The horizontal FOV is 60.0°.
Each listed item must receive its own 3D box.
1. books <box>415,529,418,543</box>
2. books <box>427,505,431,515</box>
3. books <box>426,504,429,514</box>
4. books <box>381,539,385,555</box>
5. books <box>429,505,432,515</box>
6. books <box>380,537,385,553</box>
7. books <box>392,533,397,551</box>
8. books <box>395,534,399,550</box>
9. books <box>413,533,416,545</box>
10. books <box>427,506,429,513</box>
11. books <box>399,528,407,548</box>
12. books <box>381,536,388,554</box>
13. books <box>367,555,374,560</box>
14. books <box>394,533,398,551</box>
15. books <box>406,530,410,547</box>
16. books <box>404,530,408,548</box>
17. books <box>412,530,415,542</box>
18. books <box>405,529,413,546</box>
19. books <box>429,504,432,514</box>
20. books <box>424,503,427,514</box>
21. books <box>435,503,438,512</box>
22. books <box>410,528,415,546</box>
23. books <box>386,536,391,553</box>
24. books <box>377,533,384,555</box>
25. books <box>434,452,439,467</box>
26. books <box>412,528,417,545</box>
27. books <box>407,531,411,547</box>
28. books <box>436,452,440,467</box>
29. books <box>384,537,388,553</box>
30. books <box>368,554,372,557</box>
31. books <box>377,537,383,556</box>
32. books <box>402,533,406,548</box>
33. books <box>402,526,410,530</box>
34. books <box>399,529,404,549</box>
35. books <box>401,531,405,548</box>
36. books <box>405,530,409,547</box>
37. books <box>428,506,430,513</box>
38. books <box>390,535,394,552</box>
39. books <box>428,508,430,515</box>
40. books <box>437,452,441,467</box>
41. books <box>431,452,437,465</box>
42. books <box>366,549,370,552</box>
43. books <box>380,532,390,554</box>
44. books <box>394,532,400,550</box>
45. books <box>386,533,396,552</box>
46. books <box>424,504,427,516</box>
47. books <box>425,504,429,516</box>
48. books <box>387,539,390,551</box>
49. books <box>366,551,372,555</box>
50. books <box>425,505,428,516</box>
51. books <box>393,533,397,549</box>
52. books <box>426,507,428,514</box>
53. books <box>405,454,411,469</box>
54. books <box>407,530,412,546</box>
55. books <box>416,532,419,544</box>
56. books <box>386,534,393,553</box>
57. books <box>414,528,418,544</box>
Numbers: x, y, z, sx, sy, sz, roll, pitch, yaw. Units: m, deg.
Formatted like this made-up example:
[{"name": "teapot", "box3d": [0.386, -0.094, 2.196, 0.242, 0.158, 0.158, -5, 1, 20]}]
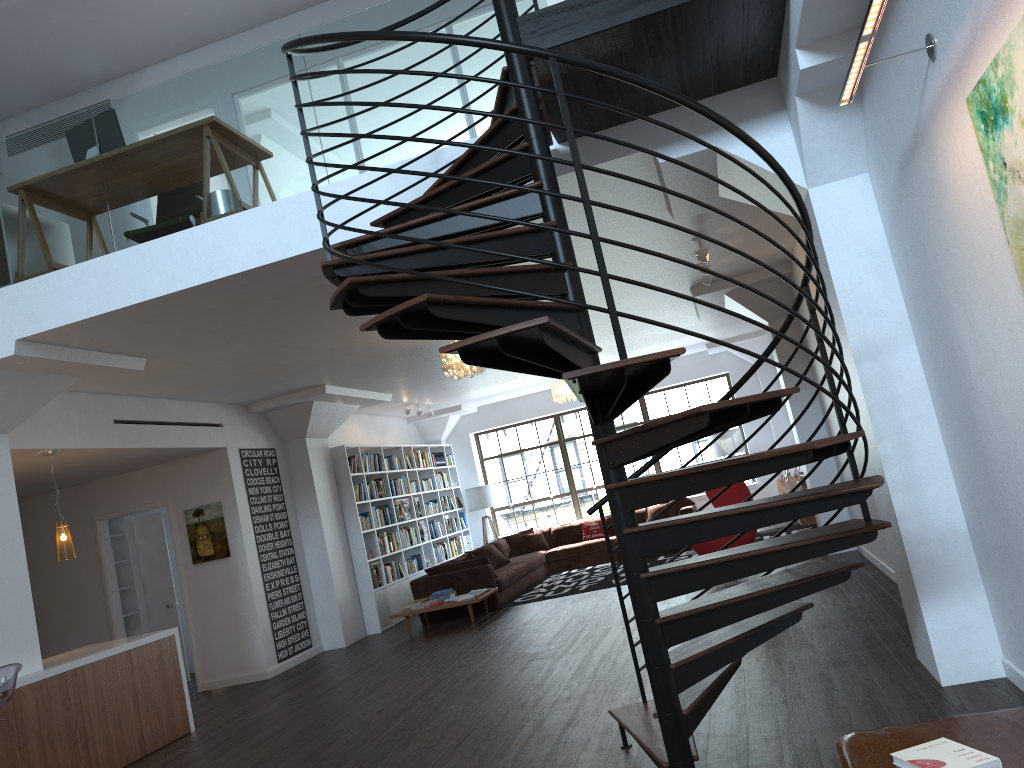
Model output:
[{"name": "books", "box3d": [-1.488, 2.282, 13.171, 0.161, 0.223, 0.026, -14, -7, 12]}, {"name": "books", "box3d": [-1.352, 1.998, 13.989, 0.120, 0.167, 0.019, -14, -7, 13]}, {"name": "books", "box3d": [-1.382, 1.990, 13.923, 0.128, 0.178, 0.021, -14, -7, 13]}, {"name": "books", "box3d": [-1.798, 2.204, 11.901, 0.144, 0.207, 0.048, -14, -7, 13]}, {"name": "books", "box3d": [-1.339, 2.000, 14.012, 0.106, 0.162, 0.030, -14, -7, 13]}, {"name": "books", "box3d": [-1.806, 2.194, 11.949, 0.159, 0.241, 0.038, -14, -7, 13]}, {"name": "books", "box3d": [-1.710, 2.210, 12.308, 0.183, 0.253, 0.034, -14, -7, 13]}, {"name": "books", "box3d": [-1.687, 2.219, 12.412, 0.160, 0.250, 0.026, -14, -7, 13]}, {"name": "books", "box3d": [-1.515, 2.276, 13.071, 0.161, 0.223, 0.027, -14, -7, 12]}, {"name": "books", "box3d": [-1.369, 1.993, 13.939, 0.109, 0.171, 0.017, -14, -7, 13]}, {"name": "books", "box3d": [-1.618, 2.219, 12.698, 0.176, 0.290, 0.053, -14, -7, 12]}, {"name": "books", "box3d": [-1.793, 2.194, 11.994, 0.171, 0.246, 0.057, -14, -7, 13]}, {"name": "books", "box3d": [-1.916, 2.269, 11.492, 0.197, 0.035, 0.284, -13, -7, 3]}, {"name": "books", "box3d": [-1.702, 2.224, 12.379, 0.174, 0.240, 0.045, -14, -7, 13]}, {"name": "books", "box3d": [-1.582, 2.248, 12.813, 0.171, 0.246, 0.057, -14, -7, 12]}, {"name": "books", "box3d": [-1.602, 2.239, 12.737, 0.183, 0.253, 0.034, -14, -7, 12]}, {"name": "books", "box3d": [-1.524, 2.261, 13.047, 0.160, 0.250, 0.026, -14, -7, 12]}, {"name": "books", "box3d": [-1.550, 2.251, 12.925, 0.183, 0.253, 0.034, -14, -7, 12]}, {"name": "books", "box3d": [-1.334, 1.999, 14.036, 0.107, 0.167, 0.016, -14, -7, 13]}, {"name": "books", "box3d": [-1.406, 1.974, 13.837, 0.127, 0.200, 0.020, -14, -7, 13]}, {"name": "books", "box3d": [-1.264, 2.022, 14.345, 0.120, 0.167, 0.020, -14, -7, 13]}, {"name": "books", "box3d": [-1.538, 2.255, 13.007, 0.180, 0.259, 0.060, -14, -7, 12]}, {"name": "books", "box3d": [-1.772, 2.212, 12.151, 0.174, 0.240, 0.045, -14, -7, 13]}, {"name": "books", "box3d": [-1.813, 2.155, 11.861, 0.140, 0.298, 0.044, -14, -7, 13]}, {"name": "books", "box3d": [-1.349, 1.291, 14.913, 0.183, 0.253, 0.042, -14, -7, 13]}, {"name": "books", "box3d": [-1.519, 2.266, 13.103, 0.183, 0.253, 0.034, -14, -7, 12]}, {"name": "books", "box3d": [-1.568, 2.261, 12.852, 0.161, 0.223, 0.027, -14, -7, 12]}, {"name": "books", "box3d": [-1.330, 1.297, 14.998, 0.183, 0.253, 0.042, -14, -7, 13]}, {"name": "books", "box3d": [-1.780, 2.208, 12.033, 0.161, 0.223, 0.027, -14, -7, 13]}, {"name": "books", "box3d": [-1.923, 2.236, 11.496, 0.197, 0.033, 0.284, -11, -7, -12]}, {"name": "books", "box3d": [-1.837, 2.181, 11.813, 0.189, 0.247, 0.057, -14, -7, 13]}, {"name": "books", "box3d": [-1.611, 2.246, 12.654, 0.161, 0.223, 0.026, -14, -7, 12]}, {"name": "books", "box3d": [-1.554, 2.237, 12.963, 0.176, 0.290, 0.036, -14, -7, 12]}, {"name": "books", "box3d": [-1.651, 2.216, 12.592, 0.198, 0.284, 0.066, -14, -7, 12]}, {"name": "books", "box3d": [-1.623, 2.232, 12.631, 0.160, 0.250, 0.026, -14, -7, 12]}, {"name": "books", "box3d": [-1.591, 2.240, 12.769, 0.183, 0.253, 0.034, -14, -7, 12]}, {"name": "books", "box3d": [-1.354, 2.003, 13.971, 0.110, 0.153, 0.017, -14, -7, 13]}, {"name": "books", "box3d": [-1.731, 2.218, 12.242, 0.168, 0.231, 0.037, -14, -7, 13]}, {"name": "books", "box3d": [-1.357, 2.001, 13.953, 0.110, 0.153, 0.018, -14, -7, 13]}, {"name": "books", "box3d": [-1.317, 1.299, 15.040, 0.183, 0.253, 0.042, -14, -7, 13]}, {"name": "books", "box3d": [-1.365, 1.290, 14.872, 0.183, 0.253, 0.042, -14, -7, 13]}, {"name": "books", "box3d": [-1.938, 2.177, 11.503, 0.144, 0.025, 0.204, -13, -7, 3]}, {"name": "books", "box3d": [-1.780, 2.178, 12.077, 0.176, 0.290, 0.053, -14, -7, 13]}, {"name": "books", "box3d": [-1.678, 2.219, 12.440, 0.183, 0.253, 0.034, -14, -7, 13]}, {"name": "books", "box3d": [-1.722, 2.209, 12.276, 0.183, 0.253, 0.034, -14, -7, 13]}, {"name": "books", "box3d": [-1.412, 1.973, 13.806, 0.136, 0.196, 0.043, -14, -7, 13]}, {"name": "books", "box3d": [-1.390, 1.986, 13.900, 0.134, 0.184, 0.029, -14, -7, 13]}, {"name": "books", "box3d": [-1.762, 2.213, 12.112, 0.161, 0.223, 0.026, -14, -7, 13]}, {"name": "books", "box3d": [-1.933, 2.204, 11.496, 0.174, 0.032, 0.254, -13, -7, 8]}, {"name": "books", "box3d": [-1.392, 1.984, 13.854, 0.128, 0.178, 0.021, -14, -7, 13]}, {"name": "books", "box3d": [-1.706, 2.213, 12.341, 0.183, 0.253, 0.034, -14, -7, 13]}, {"name": "books", "box3d": [-1.389, 1.986, 13.874, 0.128, 0.178, 0.020, -14, -7, 13]}, {"name": "books", "box3d": [-1.673, 1.209, 13.569, 0.174, 0.236, 0.136, -14, -7, 12]}, {"name": "books", "box3d": [-1.568, 2.257, 12.888, 0.174, 0.240, 0.045, -14, -7, 12]}, {"name": "books", "box3d": [-1.492, 2.283, 13.204, 0.168, 0.231, 0.037, -14, -7, 12]}, {"name": "books", "box3d": [-1.739, 2.207, 12.196, 0.171, 0.246, 0.057, -14, -7, 13]}, {"name": "books", "box3d": [-1.508, 2.274, 13.140, 0.174, 0.240, 0.045, -14, -7, 12]}]
